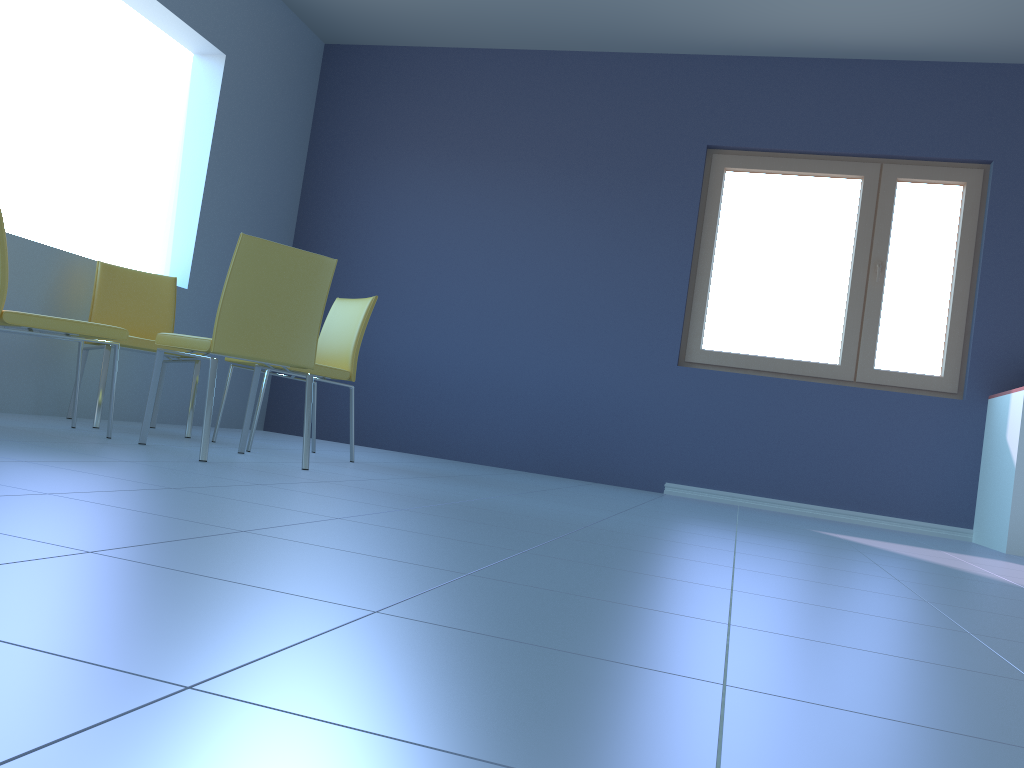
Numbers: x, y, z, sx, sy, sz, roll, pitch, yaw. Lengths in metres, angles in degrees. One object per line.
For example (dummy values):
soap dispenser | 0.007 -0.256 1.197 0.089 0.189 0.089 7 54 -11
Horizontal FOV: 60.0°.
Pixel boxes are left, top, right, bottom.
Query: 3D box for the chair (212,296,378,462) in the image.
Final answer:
chair | -0.884 -0.063 3.678 0.484 0.699 0.387 11 -4 -39

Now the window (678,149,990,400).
window | 1.732 -0.628 4.843 1.475 1.263 0.142 7 -3 15

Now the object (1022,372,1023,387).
object | 2.686 0.002 4.257 0.364 0.153 0.235 7 -3 15

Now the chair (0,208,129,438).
chair | -1.618 -0.206 3.010 0.484 0.695 0.387 11 -4 -44

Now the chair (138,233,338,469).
chair | -0.896 -0.105 2.940 0.387 0.695 0.484 11 -4 -44

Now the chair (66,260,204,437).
chair | -1.584 -0.161 3.774 0.387 0.695 0.484 11 -4 -39

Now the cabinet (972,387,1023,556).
cabinet | 3.137 0.445 3.178 2.139 0.800 2.200 7 -3 15
